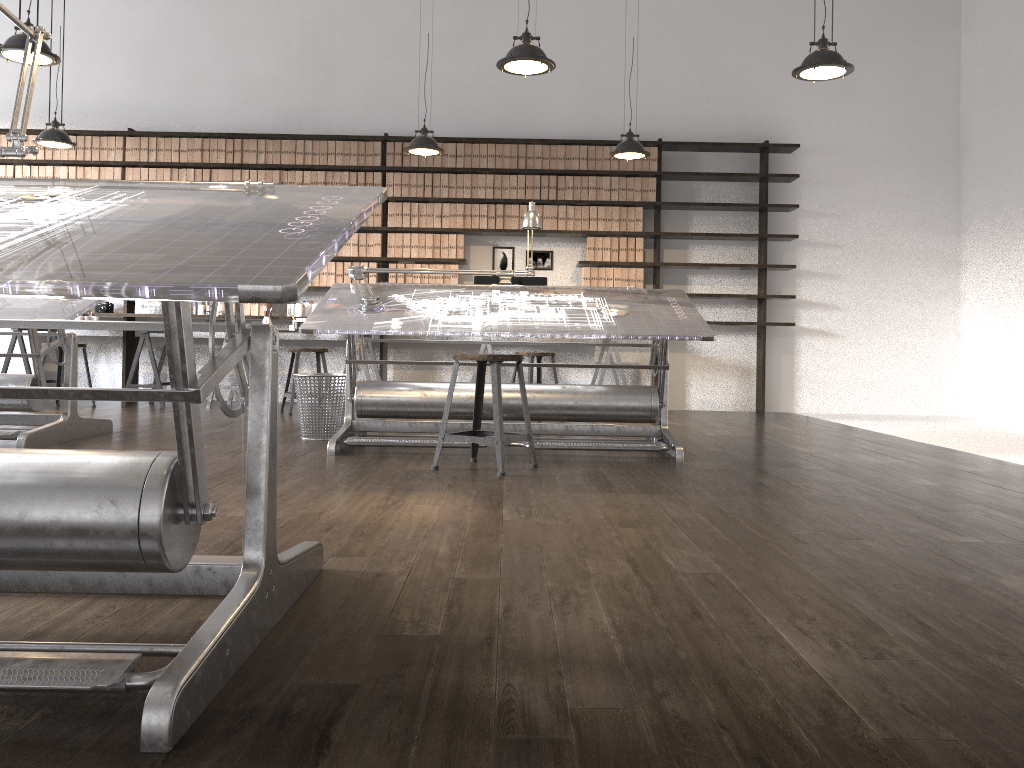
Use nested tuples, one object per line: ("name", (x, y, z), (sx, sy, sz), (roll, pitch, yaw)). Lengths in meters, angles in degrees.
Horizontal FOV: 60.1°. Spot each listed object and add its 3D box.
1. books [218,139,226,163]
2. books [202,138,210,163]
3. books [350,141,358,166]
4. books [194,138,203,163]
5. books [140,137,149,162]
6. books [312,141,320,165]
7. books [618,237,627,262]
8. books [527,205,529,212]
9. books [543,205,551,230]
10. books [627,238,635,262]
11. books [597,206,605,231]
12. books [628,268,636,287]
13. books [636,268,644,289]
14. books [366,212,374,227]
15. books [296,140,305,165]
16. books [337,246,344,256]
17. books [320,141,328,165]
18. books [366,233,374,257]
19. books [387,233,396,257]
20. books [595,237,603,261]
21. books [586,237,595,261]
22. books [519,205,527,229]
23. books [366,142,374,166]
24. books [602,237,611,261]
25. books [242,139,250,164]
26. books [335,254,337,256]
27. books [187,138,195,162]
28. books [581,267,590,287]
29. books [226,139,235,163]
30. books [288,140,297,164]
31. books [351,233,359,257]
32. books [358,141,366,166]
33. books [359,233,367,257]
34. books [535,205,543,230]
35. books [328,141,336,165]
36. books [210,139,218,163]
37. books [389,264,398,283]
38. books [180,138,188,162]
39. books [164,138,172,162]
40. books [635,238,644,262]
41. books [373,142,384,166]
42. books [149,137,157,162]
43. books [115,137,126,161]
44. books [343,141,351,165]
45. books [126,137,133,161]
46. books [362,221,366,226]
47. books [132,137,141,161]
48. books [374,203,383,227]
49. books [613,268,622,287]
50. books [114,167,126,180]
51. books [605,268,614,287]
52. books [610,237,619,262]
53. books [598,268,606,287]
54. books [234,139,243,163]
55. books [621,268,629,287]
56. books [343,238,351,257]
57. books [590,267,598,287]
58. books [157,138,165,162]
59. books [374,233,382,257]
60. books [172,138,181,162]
("books", (-2.618, -2.102, 8.065), (0.067, 0.226, 0.174), (1, 0, 0))
("books", (-2.759, -2.105, 8.069), (0.067, 0.226, 0.174), (1, 0, 0))
("books", (-1.425, -2.080, 8.067), (0.067, 0.226, 0.174), (1, 0, 0))
("books", (-2.827, -2.106, 8.063), (0.067, 0.226, 0.174), (1, 0, 0))
("books", (-3.311, -2.115, 8.061), (0.067, 0.226, 0.174), (1, 0, 0))
("books", (-1.767, -2.087, 8.073), (0.067, 0.226, 0.174), (1, 0, 0))
("books", (1.001, -1.212, 8.065), (0.067, 0.226, 0.174), (1, 0, 0))
("books", (0.172, -1.505, 8.072), (0.067, 0.226, 0.174), (1, 0, 0))
("books", (0.316, -1.502, 8.069), (0.067, 0.225, 0.174), (1, 0, 0))
("books", (1.075, -1.211, 8.071), (0.067, 0.225, 0.174), (1, 0, 0))
("books", (0.807, -1.493, 8.070), (0.067, 0.225, 0.174), (1, 0, 0))
("books", (1.082, -0.935, 8.065), (0.067, 0.225, 0.174), (1, 0, 0))
("books", (1.152, -0.934, 8.066), (0.067, 0.226, 0.174), (1, 0, 0))
("books", (-1.279, -1.525, 8.065), (0.067, 0.225, 0.174), (1, 0, 0))
("books", (-1.910, -2.089, 8.065), (0.067, 0.226, 0.174), (1, 0, 0))
("books", (-1.546, -1.253, 8.061), (0.067, 0.225, 0.174), (1, 0, 0))
("books", (-1.698, -2.085, 8.071), (0.067, 0.226, 0.174), (1, 0, 0))
("books", (-1.277, -1.248, 8.064), (0.067, 0.226, 0.174), (1, 0, 0))
("books", (-1.088, -1.250, 8.065), (0.067, 0.226, 0.174), (1, 0, 0))
("books", (0.784, -1.216, 8.069), (0.067, 0.226, 0.174), (1, 0, 0))
("books", (0.713, -1.217, 8.069), (0.067, 0.226, 0.174), (1, 0, 0))
("books", (0.102, -1.506, 8.068), (0.067, 0.226, 0.174), (1, 0, 0))
("books", (-1.287, -2.078, 8.073), (0.067, 0.226, 0.174), (1, 0, 0))
("books", (0.855, -1.215, 8.066), (0.067, 0.226, 0.174), (1, 0, 0))
("books", (-2.397, -2.098, 8.070), (0.067, 0.225, 0.174), (1, 0, 0))
("books", (-1.613, -1.254, 8.056), (0.067, 0.226, 0.174), (1, 0, 0))
("books", (-2.894, -2.108, 8.067), (0.067, 0.225, 0.174), (1, 0, 0))
("books", (0.670, -0.943, 8.061), (0.067, 0.226, 0.174), (1, 0, 0))
("books", (-2.547, -2.101, 8.070), (0.067, 0.226, 0.174), (1, 0, 0))
("books", (-1.982, -2.090, 8.065), (0.067, 0.226, 0.174), (1, 0, 0))
("books", (-1.417, -1.250, 8.058), (0.067, 0.226, 0.174), (1, 0, 0))
("books", (-1.358, -2.079, 8.073), (0.067, 0.226, 0.174), (1, 0, 0))
("books", (-1.347, -1.249, 8.062), (0.067, 0.226, 0.174), (1, 0, 0))
("books", (0.242, -1.503, 8.070), (0.067, 0.226, 0.174), (1, 0, 0))
("books", (-1.627, -2.084, 8.067), (0.067, 0.226, 0.174), (1, 0, 0))
("books", (-2.688, -2.104, 8.069), (0.067, 0.226, 0.174), (1, 0, 0))
("books", (-1.076, -0.975, 8.061), (0.067, 0.225, 0.174), (1, 0, 0))
("books", (-2.956, -2.109, 8.065), (0.067, 0.225, 0.174), (1, 0, 0))
("books", (-3.099, -2.111, 8.067), (0.067, 0.226, 0.174), (1, 0, 0))
("books", (1.151, -1.209, 8.069), (0.067, 0.225, 0.174), (1, 0, 0))
("books", (-1.216, -2.076, 8.069), (0.067, 0.226, 0.174), (1, 0, 0))
("books", (-3.239, -2.114, 8.064), (0.067, 0.226, 0.174), (1, 0, 0))
("books", (-3.536, -2.119, 8.060), (0.067, 0.226, 0.174), (1, 0, 0))
("books", (-1.492, -2.082, 8.071), (0.067, 0.225, 0.174), (1, 0, 0))
("books", (-3.447, -2.118, 8.065), (0.067, 0.225, 0.174), (1, 0, 0))
("books", (-1.342, -1.526, 8.060), (0.067, 0.226, 0.174), (1, 0, 0))
("books", (-3.384, -2.116, 8.060), (0.067, 0.226, 0.174), (1, 0, 0))
("books", (-1.209, -1.524, 8.066), (0.067, 0.226, 0.174), (1, 0, 0))
("books", (0.953, -0.937, 8.060), (0.067, 0.226, 0.174), (1, 0, 0))
("books", (-3.548, -1.842, 8.058), (0.067, 0.226, 0.174), (1, 0, 0))
("books", (0.880, -0.939, 8.064), (0.067, 0.226, 0.174), (1, 0, 0))
("books", (0.926, -1.213, 8.070), (0.067, 0.226, 0.174), (1, 0, 0))
("books", (0.811, -0.940, 8.067), (0.067, 0.226, 0.174), (1, 0, 0))
("books", (-2.472, -2.100, 8.064), (0.067, 0.226, 0.174), (1, 0, 0))
("books", (1.019, -0.936, 8.061), (0.067, 0.226, 0.174), (1, 0, 0))
("books", (-1.483, -1.251, 8.060), (0.067, 0.225, 0.174), (1, 0, 0))
("books", (0.741, -0.942, 8.065), (0.067, 0.226, 0.174), (1, 0, 0))
("books", (-3.169, -2.113, 8.068), (0.067, 0.226, 0.174), (1, 0, 0))
("books", (-1.212, -1.246, 8.057), (0.067, 0.226, 0.174), (1, 0, 0))
("books", (-3.029, -2.110, 8.063), (0.067, 0.226, 0.174), (1, 0, 0))
